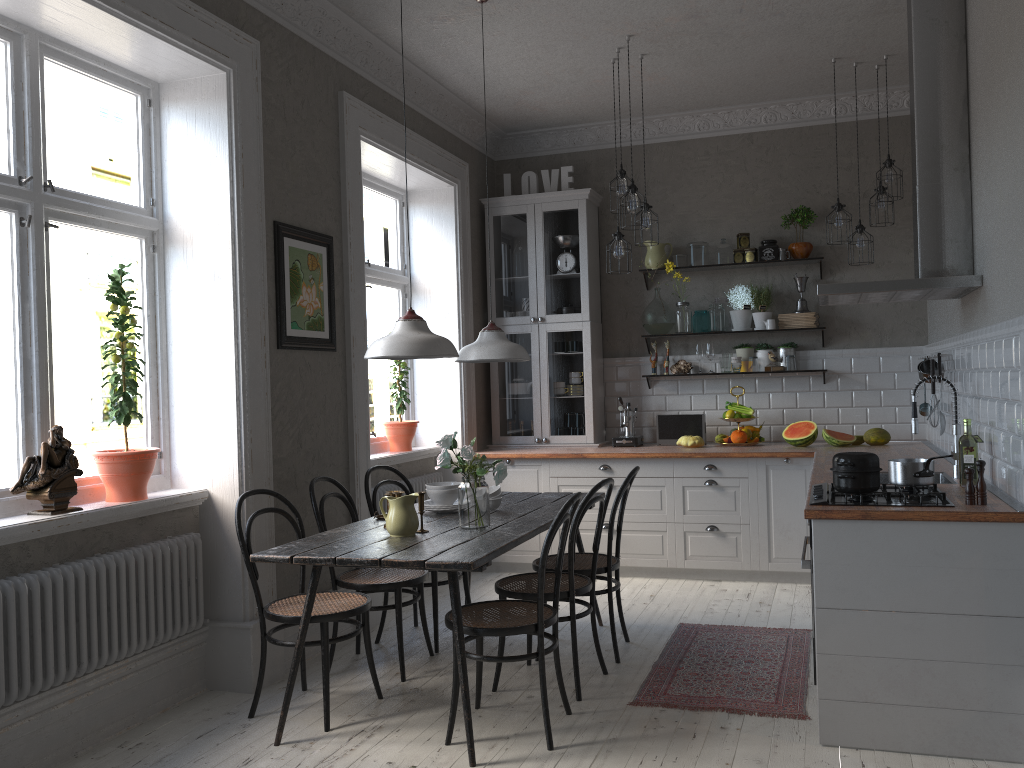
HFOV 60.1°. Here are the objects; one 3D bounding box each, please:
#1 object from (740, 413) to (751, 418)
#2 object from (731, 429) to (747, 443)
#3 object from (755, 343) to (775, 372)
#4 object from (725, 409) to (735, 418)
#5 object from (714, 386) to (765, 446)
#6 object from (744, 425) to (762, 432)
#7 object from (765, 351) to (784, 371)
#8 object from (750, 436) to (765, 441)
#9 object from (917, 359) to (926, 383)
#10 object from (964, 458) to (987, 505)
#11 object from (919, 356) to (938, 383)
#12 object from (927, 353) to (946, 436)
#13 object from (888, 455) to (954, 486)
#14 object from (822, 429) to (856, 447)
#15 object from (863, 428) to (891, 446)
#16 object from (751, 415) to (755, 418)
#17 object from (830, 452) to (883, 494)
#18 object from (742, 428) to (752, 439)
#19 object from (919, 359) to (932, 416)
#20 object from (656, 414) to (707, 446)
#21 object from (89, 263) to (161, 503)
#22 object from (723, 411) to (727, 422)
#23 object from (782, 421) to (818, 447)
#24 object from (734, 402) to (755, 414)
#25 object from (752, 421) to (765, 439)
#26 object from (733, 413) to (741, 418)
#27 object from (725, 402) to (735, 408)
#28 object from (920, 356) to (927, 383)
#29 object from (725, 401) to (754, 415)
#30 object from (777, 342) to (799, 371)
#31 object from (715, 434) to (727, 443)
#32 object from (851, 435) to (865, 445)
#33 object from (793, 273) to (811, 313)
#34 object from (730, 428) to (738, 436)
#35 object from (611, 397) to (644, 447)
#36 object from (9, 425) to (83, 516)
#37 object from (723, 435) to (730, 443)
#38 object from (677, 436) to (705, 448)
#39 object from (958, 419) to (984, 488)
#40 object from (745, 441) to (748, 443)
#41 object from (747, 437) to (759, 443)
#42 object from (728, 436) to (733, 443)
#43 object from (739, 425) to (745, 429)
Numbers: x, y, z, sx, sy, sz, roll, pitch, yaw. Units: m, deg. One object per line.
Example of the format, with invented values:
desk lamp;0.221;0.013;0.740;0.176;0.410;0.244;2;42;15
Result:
object;1.647;0.235;6.260;0.076;0.062;0.100;-2;0;-8
object;1.581;0.364;6.172;0.114;0.110;0.110;-2;0;-14
object;1.847;-0.196;6.466;0.150;0.214;0.170;-2;0;-42
object;1.539;0.214;6.243;0.058;0.069;0.080;-2;0;38
object;1.608;0.225;6.295;0.351;0.425;0.353;-2;0;4
object;1.711;0.321;6.287;0.126;0.056;0.060;-2;0;10
object;1.888;-0.164;6.360;0.119;0.147;0.099;-2;0;-14
object;1.715;0.386;6.331;0.055;0.044;0.213;-2;0;-33
object;2.534;-0.088;5.399;0.106;0.161;0.139;-2;0;31
object;1.659;0.348;3.171;0.072;0.167;0.036;-2;0;18
object;2.439;-0.085;5.158;0.106;0.161;0.139;-2;0;36
object;2.295;0.053;4.813;0.080;0.443;0.333;-2;0;20
object;1.641;0.335;3.508;0.178;0.134;0.297;-2;0;-37
object;2.179;0.357;5.878;0.224;0.127;0.148;-2;0;1
object;2.443;0.353;5.927;0.206;0.119;0.130;-2;0;-19
object;1.696;0.231;6.277;0.051;0.050;0.050;-2;0;28
object;1.309;0.337;3.371;0.190;0.147;0.192;-2;0;-2
object;1.644;0.351;6.232;0.089;0.078;0.087;-2;0;-45
object;2.632;0.018;5.646;0.076;0.379;0.083;-2;0;19
object;1.233;0.334;6.454;0.347;0.226;0.089;-2;0;18
object;-1.610;-0.014;3.668;0.275;0.991;0.265;-2;0;-32
object;1.551;0.230;6.319;0.095;0.078;0.101;-2;0;6
object;1.953;0.340;6.004;0.231;0.174;0.222;-2;0;40
object;1.661;0.178;6.322;0.177;0.096;0.090;-2;0;39
object;1.734;0.327;6.272;0.060;0.120;0.128;-2;0;42
object;1.583;0.236;6.244;0.063;0.061;0.067;-2;0;19
object;1.550;0.150;6.290;0.073;0.058;0.051;-2;0;-5
object;2.491;-0.086;5.277;0.107;0.161;0.138;-2;0;21
object;1.611;0.169;6.265;0.207;0.101;0.068;-2;0;25
object;2.005;-0.200;6.424;0.157;0.213;0.154;-2;0;16
object;1.515;0.390;6.347;0.155;0.072;0.075;-2;0;-42
object;2.332;0.379;6.015;0.203;0.073;0.118;-2;0;-18
object;2.074;-0.647;6.346;0.130;0.287;0.131;-2;0;4
object;1.626;0.353;6.367;0.077;0.076;0.157;-2;0;45
object;0.835;0.274;6.489;0.203;0.370;0.358;-2;0;19
object;-1.732;0.320;3.295;0.118;0.329;0.240;-2;0;21
object;1.540;0.392;6.301;0.090;0.057;0.083;-2;0;-39
object;1.257;0.404;6.232;0.194;0.083;0.191;-2;0;19
object;1.898;0.286;3.659;0.088;0.282;0.083;-2;0;19
object;1.625;0.404;6.236;0.070;0.065;0.070;-2;0;40
object;1.689;0.396;6.210;0.069;0.051;0.088;-2;0;-23
object;1.560;0.401;6.311;0.069;0.076;0.229;-2;0;2
object;1.652;0.341;6.351;0.084;0.093;0.088;-2;0;15
